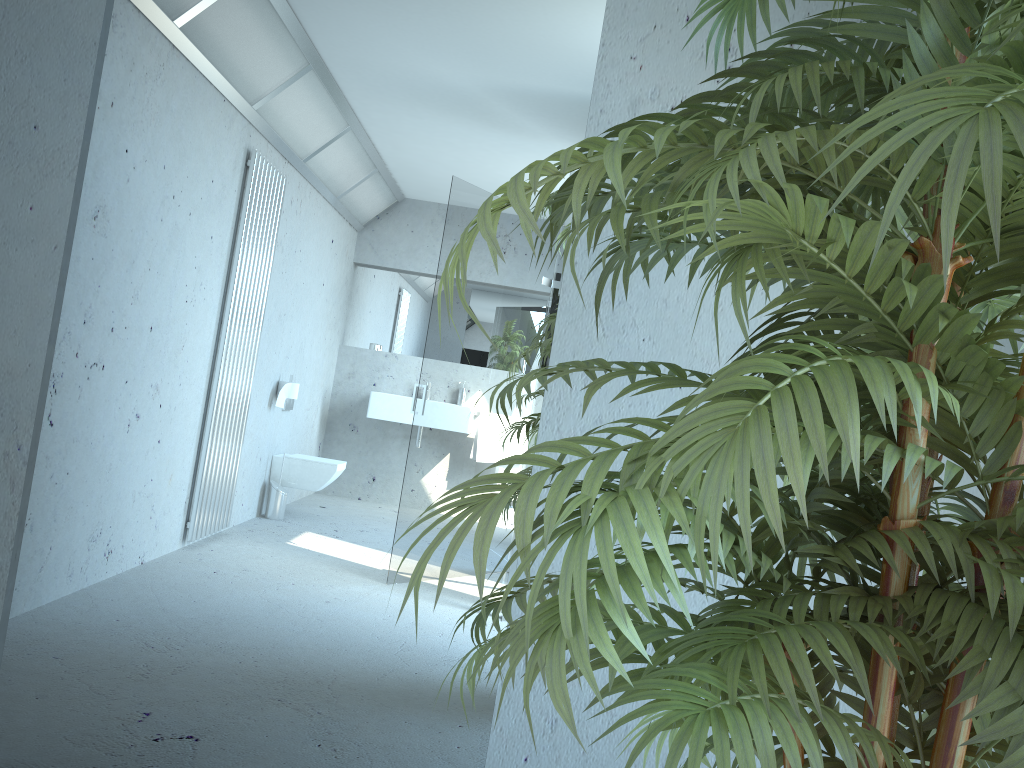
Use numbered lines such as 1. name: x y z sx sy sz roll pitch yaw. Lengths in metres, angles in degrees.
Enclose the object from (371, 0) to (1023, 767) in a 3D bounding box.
1. object: 0.433 0.054 0.883 1.020 2.034 0.980 10 -1 -40
